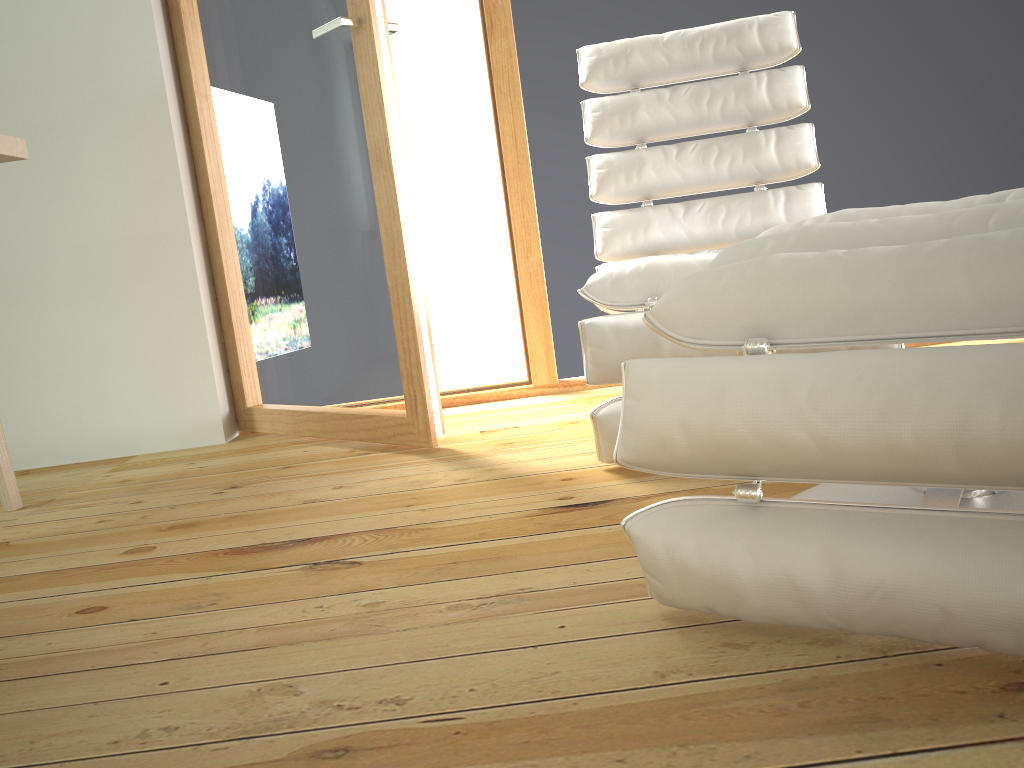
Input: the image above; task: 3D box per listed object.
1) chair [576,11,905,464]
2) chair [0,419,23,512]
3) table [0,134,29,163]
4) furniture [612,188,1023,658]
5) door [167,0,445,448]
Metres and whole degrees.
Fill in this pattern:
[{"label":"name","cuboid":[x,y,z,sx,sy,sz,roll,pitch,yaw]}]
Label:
[{"label":"chair","cuboid":[0.446,-0.393,1.990,0.569,0.965,0.917,-6,7,11]},{"label":"chair","cuboid":[-1.443,-0.153,1.879,0.404,1.014,0.508,-6,7,14]},{"label":"table","cuboid":[-1.474,0.187,0.425,1.200,0.753,2.510,-7,8,4]},{"label":"furniture","cuboid":[0.521,-0.007,1.078,0.569,0.438,0.689,-2,9,36]},{"label":"door","cuboid":[-0.653,-1.044,2.316,0.934,2.410,0.163,-1,9,45]}]
